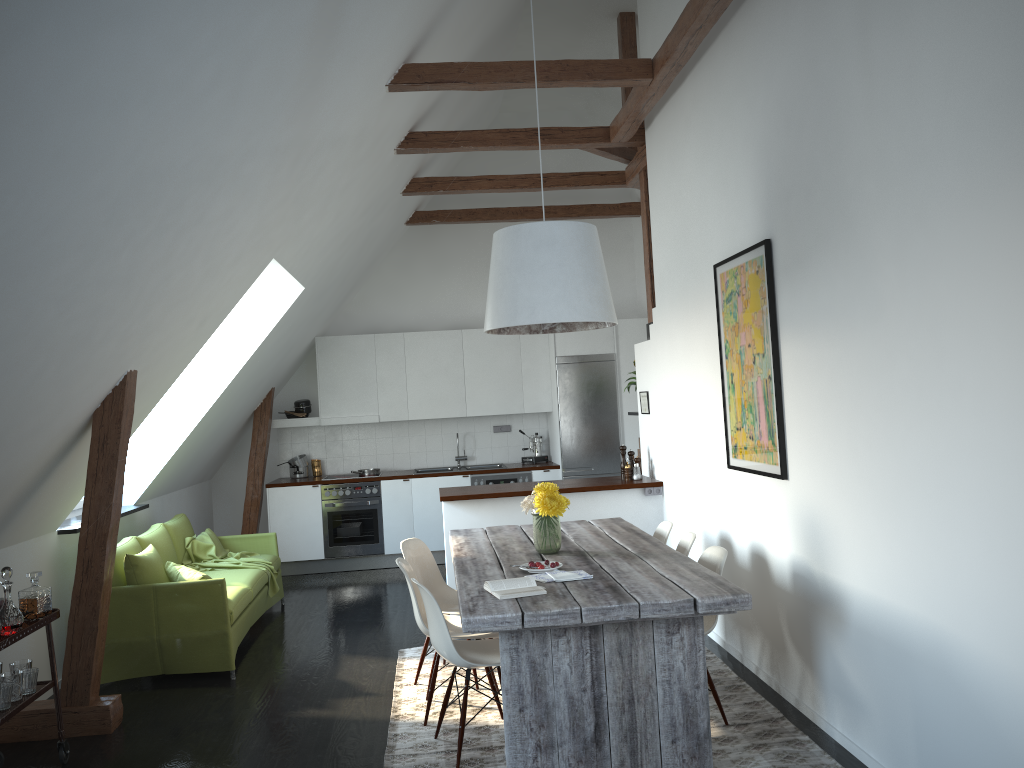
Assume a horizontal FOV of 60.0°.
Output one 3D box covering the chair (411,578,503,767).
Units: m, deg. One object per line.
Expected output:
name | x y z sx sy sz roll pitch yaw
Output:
chair | -0.172 1.276 4.094 0.542 0.801 0.465 -3 -1 -19

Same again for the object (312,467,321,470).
object | -2.065 0.897 9.374 0.099 0.043 0.100 -3 -1 -18

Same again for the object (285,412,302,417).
object | -2.265 0.313 9.180 0.065 0.065 0.332 -2 -1 -38

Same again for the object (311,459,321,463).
object | -2.070 0.820 9.370 0.100 0.047 0.099 -3 -1 -10

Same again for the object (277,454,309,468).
object | -2.307 0.832 9.278 0.371 0.169 0.203 -3 -1 -33

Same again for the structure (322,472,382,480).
structure | -1.628 0.962 9.083 0.574 0.041 0.504 -3 -1 -5

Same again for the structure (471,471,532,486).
structure | -0.109 1.263 9.144 0.612 0.725 0.582 -3 -1 -5

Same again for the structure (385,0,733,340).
structure | 2.754 -2.309 1.676 10.230 3.562 15.910 -3 -1 0

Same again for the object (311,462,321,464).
object | -2.071 0.841 9.370 0.100 0.036 0.100 -4 -1 23

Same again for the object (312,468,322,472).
object | -2.061 0.918 9.372 0.099 0.051 0.099 -3 -1 -19

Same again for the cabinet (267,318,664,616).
cabinet | -0.264 0.586 8.132 4.208 2.369 3.033 -3 -1 -5

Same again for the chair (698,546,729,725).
chair | 0.802 1.224 4.352 0.542 0.801 0.465 -3 -1 -9

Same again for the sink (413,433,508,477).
sink | -0.550 0.776 9.261 0.963 0.519 0.671 -3 -1 -5

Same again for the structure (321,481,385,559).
structure | -1.603 1.353 9.090 0.583 0.725 0.749 -3 -1 -5

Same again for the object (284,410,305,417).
object | -2.254 0.306 9.191 0.331 0.077 0.061 -4 -2 43

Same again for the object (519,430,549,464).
object | 0.206 0.662 9.474 0.206 0.370 0.353 -4 -2 41

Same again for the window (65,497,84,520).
window | -0.019 -1.426 3.235 5.959 4.249 8.018 -3 -1 -5

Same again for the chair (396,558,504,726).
chair | -0.309 1.294 4.603 0.542 0.801 0.465 -3 -1 -4

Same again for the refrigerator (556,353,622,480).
refrigerator | 0.799 0.637 8.982 0.609 1.868 0.031 -3 -1 -5

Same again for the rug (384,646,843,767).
rug | 0.324 1.649 4.559 1.898 0.022 2.677 -3 -1 -5

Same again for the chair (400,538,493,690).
chair | -0.359 1.308 5.179 0.542 0.801 0.465 -4 -1 21

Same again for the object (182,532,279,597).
object | -2.206 1.421 7.028 0.722 0.493 0.711 -3 -1 -10

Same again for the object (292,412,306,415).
object | -2.231 0.308 9.238 0.335 0.031 0.065 -4 -2 42

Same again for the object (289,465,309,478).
object | -2.204 0.904 9.256 0.200 0.154 0.348 -3 -1 -26

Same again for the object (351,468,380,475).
object | -1.535 0.908 9.176 0.351 0.061 0.232 -3 -1 -32

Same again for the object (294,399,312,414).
object | -2.196 0.243 9.304 0.190 0.166 0.200 -2 -2 -43

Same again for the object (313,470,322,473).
object | -2.058 0.935 9.371 0.100 0.048 0.099 -4 -1 13

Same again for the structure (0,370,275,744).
structure | -2.281 0.806 2.814 1.023 1.963 12.350 -3 -1 -5

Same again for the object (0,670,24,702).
object | -2.195 1.328 3.893 0.095 0.119 0.095 -2 -2 -43

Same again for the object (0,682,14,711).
object | -2.179 1.336 3.786 0.092 0.099 0.092 -3 -1 -28

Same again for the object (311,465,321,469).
object | -2.068 0.876 9.373 0.099 0.057 0.101 -3 -1 6

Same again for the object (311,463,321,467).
object | -2.070 0.857 9.370 0.100 0.036 0.100 -2 -1 -39

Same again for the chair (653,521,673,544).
chair | 0.721 1.249 5.358 0.542 0.801 0.465 -3 -1 -4

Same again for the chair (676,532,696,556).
chair | 0.764 1.237 4.887 0.542 0.801 0.465 -3 -1 1

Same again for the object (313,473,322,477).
object | -2.055 0.957 9.371 0.100 0.036 0.100 -3 -1 -9
